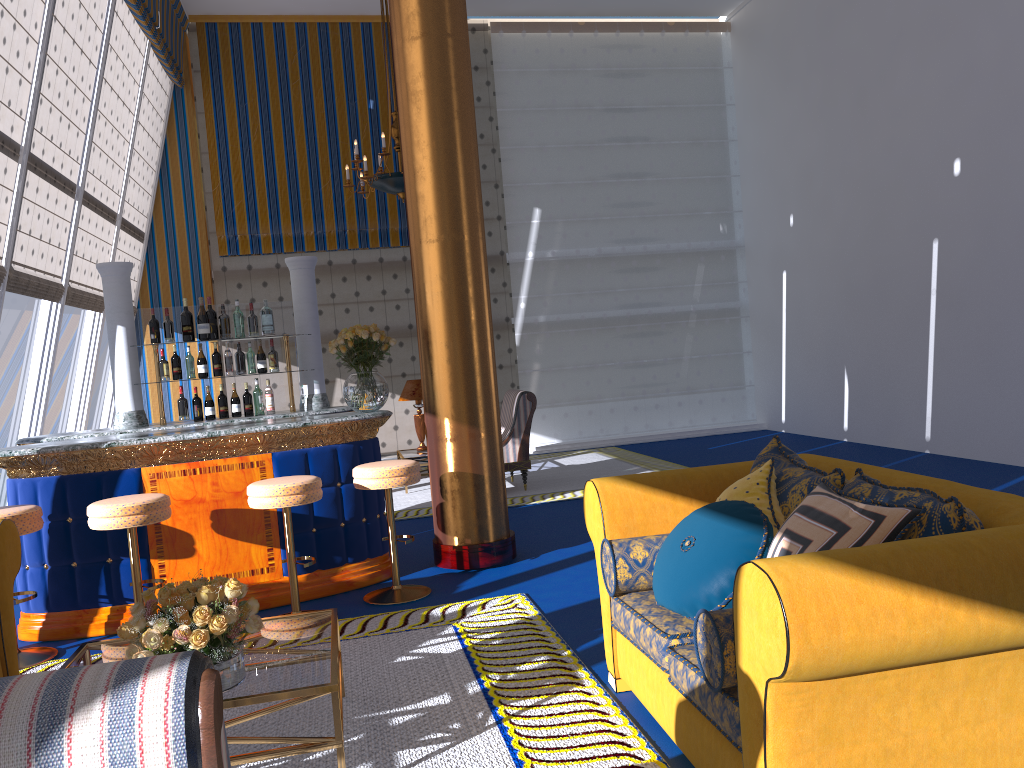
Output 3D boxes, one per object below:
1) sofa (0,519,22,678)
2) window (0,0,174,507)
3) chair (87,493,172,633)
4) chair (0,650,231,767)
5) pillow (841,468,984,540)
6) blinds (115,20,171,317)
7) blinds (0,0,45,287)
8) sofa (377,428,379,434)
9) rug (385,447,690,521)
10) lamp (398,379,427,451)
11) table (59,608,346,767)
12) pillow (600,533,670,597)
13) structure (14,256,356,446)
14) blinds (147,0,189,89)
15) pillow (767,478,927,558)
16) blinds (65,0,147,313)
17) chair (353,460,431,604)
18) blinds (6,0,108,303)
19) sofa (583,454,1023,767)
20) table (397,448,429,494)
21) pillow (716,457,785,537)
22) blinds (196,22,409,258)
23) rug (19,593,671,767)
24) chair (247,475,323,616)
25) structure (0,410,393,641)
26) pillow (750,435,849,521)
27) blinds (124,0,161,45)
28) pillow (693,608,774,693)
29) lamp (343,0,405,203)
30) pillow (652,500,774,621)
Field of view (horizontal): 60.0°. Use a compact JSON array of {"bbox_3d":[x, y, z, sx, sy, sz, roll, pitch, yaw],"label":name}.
[{"bbox_3d":[-2.437,1.030,2.923,1.006,0.854,1.837,-5,2,-11],"label":"sofa"},{"bbox_3d":[-3.193,-1.446,3.740,1.625,5.859,15.393,-5,2,-11],"label":"window"},{"bbox_3d":[-1.928,0.972,4.552,0.395,0.782,0.401,-3,3,26],"label":"chair"},{"bbox_3d":[-0.806,0.881,1.461,0.797,0.967,0.780,-5,2,-11],"label":"chair"},{"bbox_3d":[1.123,0.590,2.663,0.340,0.610,0.612,-5,2,-6],"label":"pillow"},{"bbox_3d":[-4.295,-2.504,10.366,0.878,3.396,1.358,-5,3,-11],"label":"blinds"},{"bbox_3d":[-3.418,-2.421,5.976,0.878,3.396,1.358,-5,3,-11],"label":"blinds"},{"bbox_3d":[-2.406,0.793,9.949,1.854,0.854,1.007,-5,2,-10],"label":"sofa"},{"bbox_3d":[-1.320,1.144,9.424,6.284,0.011,3.576,-5,2,-12],"label":"rug"},{"bbox_3d":[-1.015,0.342,9.769,0.450,0.784,0.442,-6,3,-27],"label":"lamp"},{"bbox_3d":[-1.096,1.160,3.132,0.979,0.369,0.902,-5,2,-12],"label":"table"},{"bbox_3d":[0.542,0.675,3.366,0.378,0.219,0.214,-5,2,-7],"label":"pillow"},{"bbox_3d":[-2.233,0.229,6.319,2.327,2.197,0.763,-6,3,-21],"label":"structure"},{"bbox_3d":[-4.004,-4.060,10.299,0.340,0.830,1.517,-5,2,-11],"label":"blinds"},{"bbox_3d":[0.925,0.550,2.609,0.329,0.456,0.519,-5,2,-12],"label":"pillow"},{"bbox_3d":[-4.006,-2.477,8.918,0.878,3.396,1.358,-5,3,-11],"label":"blinds"},{"bbox_3d":[-0.705,0.849,5.197,0.402,0.782,0.394,-7,3,-41],"label":"chair"},{"bbox_3d":[-3.705,-2.448,7.412,0.878,3.396,1.358,-5,3,-11],"label":"blinds"},{"bbox_3d":[0.949,0.767,2.954,1.015,0.854,1.840,-5,2,-10],"label":"sofa"},{"bbox_3d":[-0.721,0.899,9.665,0.979,0.369,0.902,-5,2,-12],"label":"table"},{"bbox_3d":[0.851,0.518,3.157,0.232,0.492,0.609,-5,2,-6],"label":"pillow"},{"bbox_3d":[-2.511,-3.192,11.385,2.672,2.992,0.151,-5,3,-12],"label":"blinds"},{"bbox_3d":[-1.061,1.398,1.592,3.607,0.010,6.226,-5,2,-12],"label":"rug"},{"bbox_3d":[-1.200,0.903,4.807,0.394,0.782,0.402,-3,3,38],"label":"chair"},{"bbox_3d":[-1.806,0.797,5.336,2.328,1.065,0.763,-6,3,-23],"label":"structure"},{"bbox_3d":[0.999,0.548,3.238,0.354,0.673,0.599,-5,2,-3],"label":"pillow"},{"bbox_3d":[-3.703,-4.031,8.793,0.340,0.830,1.517,-5,2,-11],"label":"blinds"},{"bbox_3d":[0.702,0.696,2.395,0.374,0.219,0.214,-5,2,-7],"label":"pillow"},{"bbox_3d":[-1.150,-2.965,8.557,1.069,2.423,1.048,-6,3,-35],"label":"lamp"},{"bbox_3d":[0.657,0.583,2.932,0.455,0.367,0.394,-3,3,39],"label":"pillow"}]
